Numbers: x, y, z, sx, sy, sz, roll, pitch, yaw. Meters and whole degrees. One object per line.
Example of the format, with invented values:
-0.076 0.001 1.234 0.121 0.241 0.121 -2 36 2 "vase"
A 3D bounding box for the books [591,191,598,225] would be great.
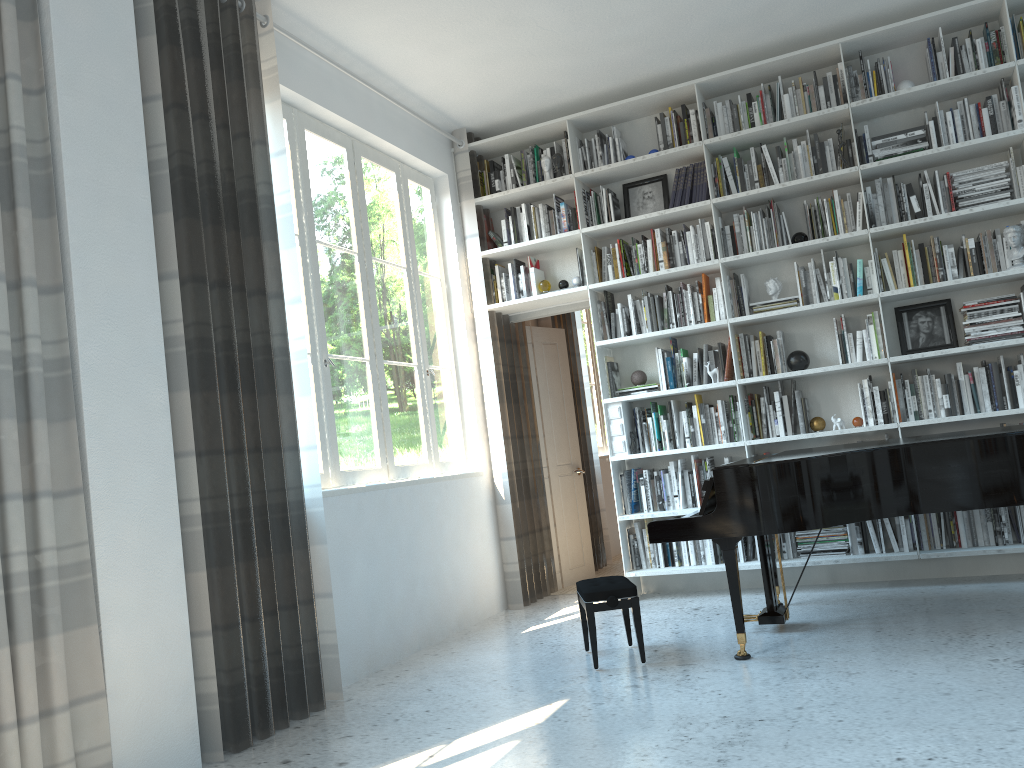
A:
0.573 -1.125 5.848 0.009 0.260 0.184 -9 -5 23 "books"

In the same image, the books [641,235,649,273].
0.878 -0.810 5.714 0.014 0.272 0.180 -9 -5 23 "books"

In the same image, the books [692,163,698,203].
1.173 -1.232 5.612 0.079 0.285 0.174 -9 -5 23 "books"

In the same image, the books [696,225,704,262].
1.207 -0.858 5.585 0.024 0.265 0.155 -9 -5 23 "books"

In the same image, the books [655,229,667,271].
0.967 -0.833 5.658 0.030 0.285 0.185 -9 -5 23 "books"

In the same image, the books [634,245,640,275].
0.828 -0.775 5.729 0.014 0.218 0.164 -9 -5 23 "books"

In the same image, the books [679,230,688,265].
1.110 -0.840 5.628 0.035 0.260 0.131 -9 -5 23 "books"

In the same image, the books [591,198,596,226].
0.564 -1.102 5.836 0.004 0.214 0.186 -9 -5 23 "books"

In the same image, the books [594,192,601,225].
0.584 -1.121 5.830 0.004 0.246 0.189 -9 -5 23 "books"

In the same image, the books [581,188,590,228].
0.509 -1.132 5.872 0.005 0.292 0.184 -9 -5 23 "books"

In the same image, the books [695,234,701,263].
1.190 -0.826 5.582 0.013 0.206 0.172 -9 -5 23 "books"

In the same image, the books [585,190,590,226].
0.527 -1.130 5.875 0.006 0.287 0.148 -9 -5 23 "books"

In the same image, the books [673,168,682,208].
1.075 -1.211 5.655 0.110 0.279 0.174 -9 -5 23 "books"

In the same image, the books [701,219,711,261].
1.231 -0.875 5.557 0.022 0.289 0.169 -9 -5 23 "books"

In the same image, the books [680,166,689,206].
1.116 -1.217 5.637 0.110 0.279 0.174 -9 -5 23 "books"

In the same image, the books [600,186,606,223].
0.629 -1.145 5.826 0.005 0.281 0.190 -9 -5 23 "books"

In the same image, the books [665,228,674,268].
1.028 -0.840 5.657 0.025 0.286 0.161 -9 -5 23 "books"

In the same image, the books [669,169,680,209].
1.051 -1.208 5.655 0.110 0.279 0.174 -9 -5 23 "books"

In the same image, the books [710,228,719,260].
1.284 -0.843 5.502 0.039 0.202 0.236 -9 -5 23 "books"

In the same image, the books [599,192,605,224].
0.621 -1.124 5.831 0.019 0.243 0.153 -9 -5 23 "books"

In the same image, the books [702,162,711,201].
1.229 -1.242 5.573 0.079 0.285 0.174 -9 -5 23 "books"

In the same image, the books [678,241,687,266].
1.093 -0.800 5.629 0.022 0.186 0.136 -9 -5 23 "books"

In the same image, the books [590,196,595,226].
0.561 -1.108 5.849 0.009 0.228 0.184 -9 -5 23 "books"

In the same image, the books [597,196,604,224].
0.608 -1.111 5.825 0.018 0.218 0.186 -9 -5 23 "books"

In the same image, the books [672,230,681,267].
1.066 -0.833 5.643 0.029 0.260 0.157 -9 -5 23 "books"

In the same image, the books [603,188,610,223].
0.639 -1.136 5.811 0.023 0.258 0.183 -9 -5 23 "books"

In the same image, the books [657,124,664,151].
0.978 -1.538 5.690 0.028 0.218 0.153 -9 -5 23 "books"

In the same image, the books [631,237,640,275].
0.817 -0.802 5.748 0.012 0.277 0.150 -9 -5 23 "books"

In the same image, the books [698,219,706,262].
1.210 -0.874 5.552 0.012 0.290 0.182 -9 -5 23 "books"

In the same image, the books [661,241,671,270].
0.998 -0.792 5.639 0.029 0.195 0.192 -9 -5 23 "books"

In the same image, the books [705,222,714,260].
1.257 -0.867 5.542 0.035 0.263 0.177 -9 -5 23 "books"

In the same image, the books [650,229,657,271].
0.934 -0.834 5.698 0.014 0.303 0.151 -9 -5 23 "books"

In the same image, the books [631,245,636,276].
0.811 -0.777 5.755 0.012 0.230 0.149 -9 -5 23 "books"

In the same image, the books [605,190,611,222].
0.659 -1.134 5.812 0.011 0.249 0.168 -9 -5 23 "books"

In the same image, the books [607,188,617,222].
0.668 -1.138 5.807 0.012 0.254 0.166 -9 -5 23 "books"

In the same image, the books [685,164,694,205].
1.135 -1.225 5.607 0.097 0.282 0.174 -9 -5 23 "books"

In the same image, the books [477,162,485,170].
-0.209 -1.393 6.204 0.012 0.307 0.180 -9 -5 23 "books"

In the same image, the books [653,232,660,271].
0.946 -0.821 5.672 0.023 0.271 0.187 -9 -5 23 "books"

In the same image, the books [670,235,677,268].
1.044 -0.817 5.637 0.013 0.232 0.171 -9 -5 23 "books"

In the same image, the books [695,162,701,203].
1.196 -1.235 5.608 0.079 0.285 0.174 -9 -5 23 "books"

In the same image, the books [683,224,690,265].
1.123 -0.854 5.603 0.012 0.280 0.188 -9 -5 23 "books"

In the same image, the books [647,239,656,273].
0.909 -0.797 5.705 0.047 0.238 0.162 -9 -5 23 "books"

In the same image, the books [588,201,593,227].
0.543 -1.091 5.871 0.015 0.206 0.172 -9 -5 23 "books"

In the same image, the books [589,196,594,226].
0.550 -1.109 5.869 0.005 0.238 0.154 -9 -5 23 "books"

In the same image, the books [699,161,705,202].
1.214 -1.239 5.594 0.079 0.285 0.174 -9 -5 23 "books"

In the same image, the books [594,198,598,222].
0.585 -1.121 5.852 0.010 0.249 0.166 -9 -5 23 "books"

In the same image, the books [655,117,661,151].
0.962 -1.564 5.712 0.013 0.277 0.151 -9 -5 23 "books"

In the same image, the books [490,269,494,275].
-0.112 -0.653 6.124 0.011 0.272 0.188 -9 -5 23 "books"

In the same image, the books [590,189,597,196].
0.557 -1.136 5.869 0.006 0.288 0.144 -9 -5 23 "books"

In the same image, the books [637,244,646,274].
0.859 -0.780 5.716 0.031 0.217 0.173 -9 -5 23 "books"

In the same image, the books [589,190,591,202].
0.552 -1.130 5.868 0.005 0.277 0.146 -9 -5 23 "books"

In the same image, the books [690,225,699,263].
1.165 -0.852 5.579 0.022 0.263 0.174 -9 -5 23 "books"

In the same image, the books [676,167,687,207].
1.089 -1.215 5.629 0.110 0.279 0.174 -9 -5 23 "books"

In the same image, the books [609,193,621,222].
0.679 -1.120 5.793 0.012 0.214 0.185 -9 -5 23 "books"

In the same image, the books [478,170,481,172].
-0.189 -1.362 6.209 0.011 0.241 0.151 -9 -5 23 "books"

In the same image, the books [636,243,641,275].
0.842 -0.782 5.731 0.011 0.228 0.170 -9 -5 23 "books"

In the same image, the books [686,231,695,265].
1.143 -0.832 5.589 0.030 0.230 0.172 -9 -5 23 "books"
